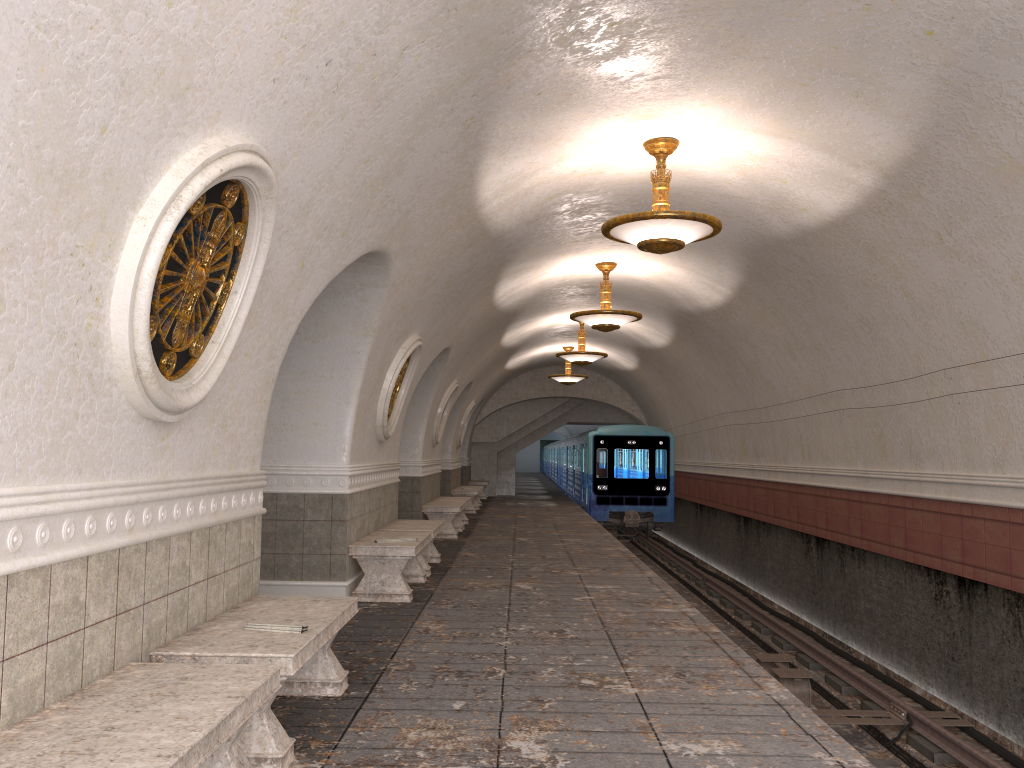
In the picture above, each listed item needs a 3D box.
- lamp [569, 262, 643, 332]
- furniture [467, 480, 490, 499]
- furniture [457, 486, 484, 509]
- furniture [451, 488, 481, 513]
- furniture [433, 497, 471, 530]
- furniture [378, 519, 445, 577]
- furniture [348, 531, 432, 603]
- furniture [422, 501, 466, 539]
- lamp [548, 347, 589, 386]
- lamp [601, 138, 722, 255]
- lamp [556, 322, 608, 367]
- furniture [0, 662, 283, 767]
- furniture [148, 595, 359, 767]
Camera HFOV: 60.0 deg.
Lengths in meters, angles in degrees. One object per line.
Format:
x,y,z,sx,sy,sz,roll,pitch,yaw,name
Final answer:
1.307,-1.191,12.334,1.008,0.955,1.008,-1,-5,16,lamp
-1.012,3.211,26.978,0.613,0.508,1.509,1,-4,1,furniture
-1.053,2.848,22.372,0.613,0.508,1.509,1,-4,1,furniture
-1.068,2.717,20.696,0.613,0.508,1.509,1,-4,1,furniture
-1.106,2.381,16.428,0.613,0.508,1.509,1,-4,1,furniture
-1.160,1.909,10.426,0.613,0.508,1.509,1,-4,1,furniture
-1.175,1.777,8.750,0.613,0.508,1.509,1,-4,1,furniture
-1.121,2.249,14.752,0.613,0.508,1.509,1,-4,1,furniture
1.393,-0.434,21.962,1.008,0.955,1.008,5,-6,-43,lamp
1.264,-1.570,7.520,1.008,0.955,1.008,2,-5,-15,lamp
1.350,-0.813,17.148,1.008,0.955,1.008,-1,-5,16,lamp
-1.228,1.306,2.759,0.613,0.508,1.509,1,-4,1,furniture
-1.213,1.437,4.436,0.613,0.508,1.509,1,-4,1,furniture
